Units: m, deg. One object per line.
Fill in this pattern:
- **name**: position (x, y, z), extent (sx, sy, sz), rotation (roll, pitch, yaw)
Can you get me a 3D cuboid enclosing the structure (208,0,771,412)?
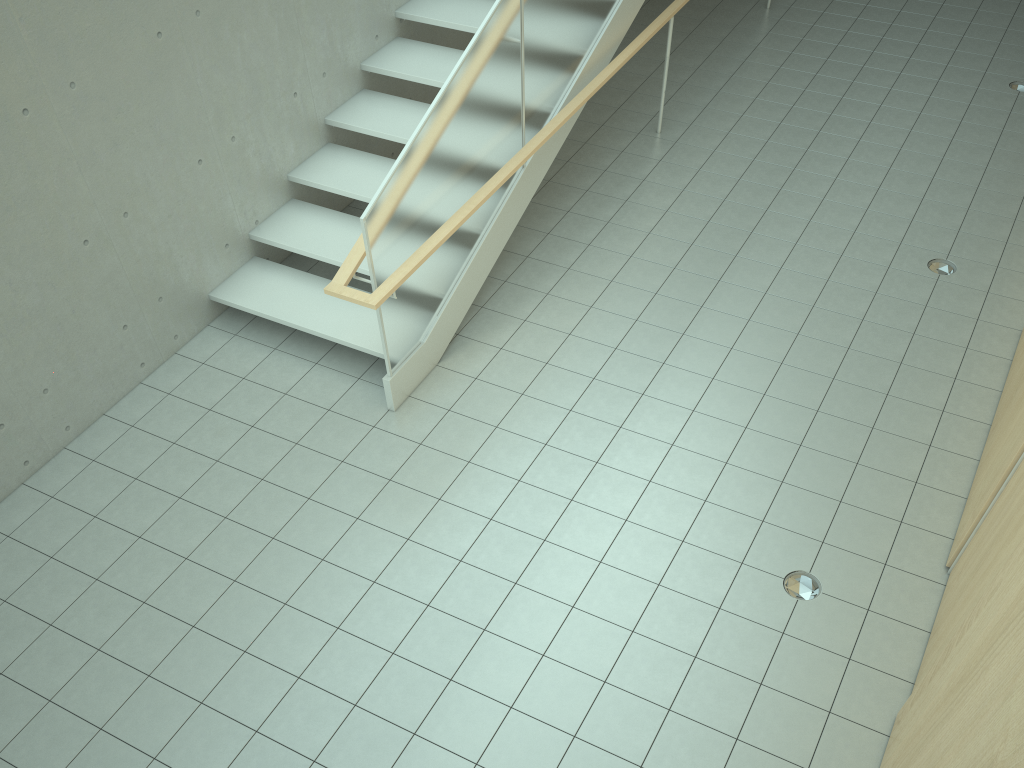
- **structure**: position (1.429, -5.151, 6.730), extent (1.818, 4.938, 11.239), rotation (23, 54, 22)
